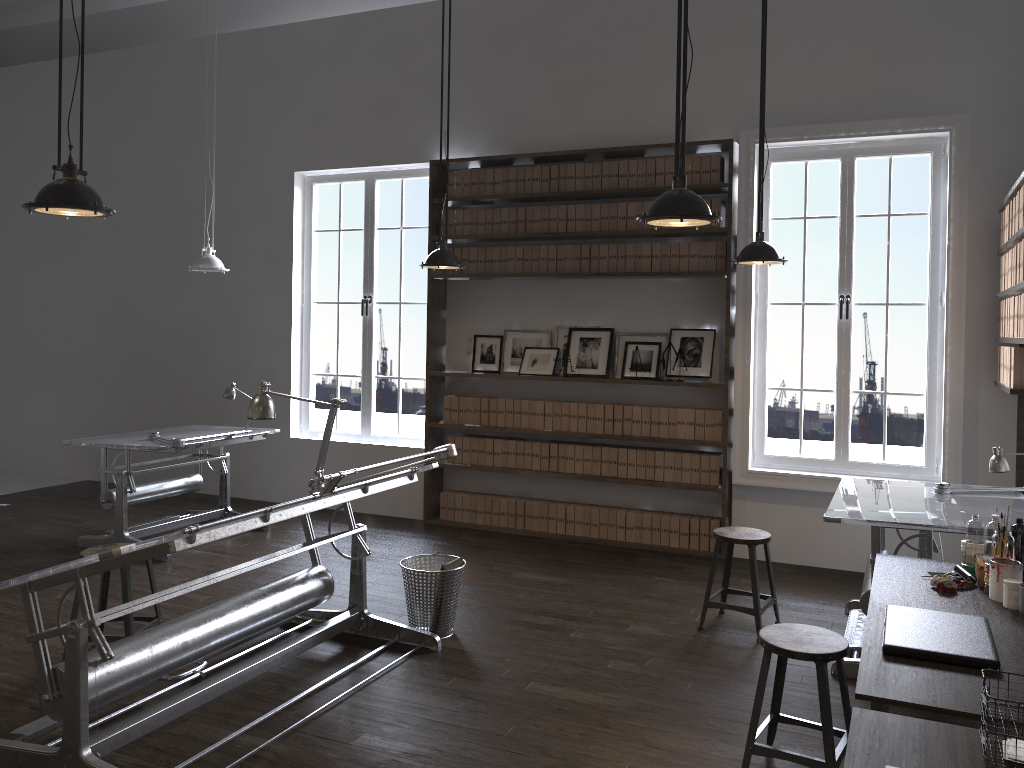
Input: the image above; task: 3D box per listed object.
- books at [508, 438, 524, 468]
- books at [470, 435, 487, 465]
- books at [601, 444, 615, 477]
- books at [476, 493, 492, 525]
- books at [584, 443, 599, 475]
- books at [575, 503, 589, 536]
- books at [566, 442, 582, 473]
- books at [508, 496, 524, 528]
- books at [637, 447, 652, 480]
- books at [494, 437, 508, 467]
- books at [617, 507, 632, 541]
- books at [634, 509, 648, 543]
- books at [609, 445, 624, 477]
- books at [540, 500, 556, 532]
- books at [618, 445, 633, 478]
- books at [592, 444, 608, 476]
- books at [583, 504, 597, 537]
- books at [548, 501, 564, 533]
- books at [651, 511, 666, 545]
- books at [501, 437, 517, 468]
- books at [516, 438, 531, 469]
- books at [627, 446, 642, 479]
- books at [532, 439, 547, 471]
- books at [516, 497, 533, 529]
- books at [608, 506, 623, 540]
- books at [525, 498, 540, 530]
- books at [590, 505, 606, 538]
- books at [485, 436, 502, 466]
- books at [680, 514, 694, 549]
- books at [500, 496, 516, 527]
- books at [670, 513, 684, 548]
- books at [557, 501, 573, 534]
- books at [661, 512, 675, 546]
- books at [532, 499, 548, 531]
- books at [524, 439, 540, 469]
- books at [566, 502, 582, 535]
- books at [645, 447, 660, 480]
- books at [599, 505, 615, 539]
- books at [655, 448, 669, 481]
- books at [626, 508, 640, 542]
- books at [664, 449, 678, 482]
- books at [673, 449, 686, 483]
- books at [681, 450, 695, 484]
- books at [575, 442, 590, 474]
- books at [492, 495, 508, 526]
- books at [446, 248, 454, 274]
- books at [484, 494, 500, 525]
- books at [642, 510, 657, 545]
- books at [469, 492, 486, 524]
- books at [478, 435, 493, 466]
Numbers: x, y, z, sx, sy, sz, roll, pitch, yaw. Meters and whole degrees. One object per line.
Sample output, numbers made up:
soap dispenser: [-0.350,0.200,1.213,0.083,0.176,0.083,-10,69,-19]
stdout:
books: [0.035,0.557,7.162,0.067,0.225,0.174,1,2,24]
books: [-0.274,0.542,7.309,0.067,0.225,0.174,1,2,24]
books: [0.750,0.589,6.846,0.067,0.225,0.174,1,2,24]
books: [-0.224,1.027,7.279,0.067,0.225,0.174,1,2,24]
books: [0.619,0.583,6.908,0.067,0.225,0.174,1,2,24]
books: [0.552,1.062,6.934,0.067,0.225,0.174,1,2,24]
books: [0.487,0.577,6.959,0.067,0.225,0.174,1,2,24]
books: [0.034,1.038,7.170,0.067,0.225,0.174,1,2,24]
books: [1.004,0.600,6.735,0.067,0.225,0.174,1,2,24]
books: [-0.082,0.551,7.218,0.067,0.225,0.174,1,2,24]
books: [0.861,1.076,6.793,0.067,0.225,0.174,1,2,24]
books: [0.986,1.082,6.741,0.067,0.225,0.174,1,2,24]
books: [0.806,0.592,6.816,0.067,0.225,0.174,1,2,24]
books: [0.285,1.050,7.050,0.067,0.225,0.174,1,2,24]
books: [0.872,0.595,6.786,0.067,0.225,0.174,1,2,24]
books: [0.682,0.586,6.877,0.067,0.225,0.174,1,2,24]
books: [0.610,1.065,6.910,0.067,0.225,0.174,1,2,24]
books: [0.351,1.053,7.021,0.067,0.225,0.174,1,2,24]
books: [1.109,1.087,6.687,0.067,0.225,0.174,1,2,24]
books: [-0.024,0.554,7.194,0.067,0.225,0.174,1,2,24]
books: [0.099,0.559,7.140,0.067,0.225,0.174,1,2,24]
books: [0.939,0.598,6.760,0.067,0.225,0.174,1,2,24]
books: [0.227,0.566,7.078,0.067,0.225,0.174,1,2,24]
books: [0.100,1.042,7.135,0.067,0.225,0.174,1,2,24]
books: [0.798,1.073,6.826,0.067,0.225,0.174,1,2,24]
books: [0.170,1.045,7.109,0.067,0.225,0.174,1,2,24]
books: [0.669,1.068,6.878,0.067,0.225,0.174,1,2,24]
books: [-0.149,0.548,7.246,0.067,0.225,0.174,1,2,24]
books: [1.303,1.096,6.601,0.067,0.225,0.174,1,2,24]
books: [-0.033,1.036,7.195,0.067,0.225,0.174,1,2,24]
books: [1.236,1.093,6.625,0.067,0.225,0.174,1,2,24]
books: [0.418,1.056,6.994,0.067,0.225,0.174,1,2,24]
books: [1.173,1.090,6.658,0.067,0.225,0.174,1,2,24]
books: [0.229,1.047,7.080,0.067,0.225,0.174,1,2,24]
books: [0.164,0.562,7.111,0.067,0.225,0.174,1,2,24]
books: [0.485,1.059,6.962,0.067,0.225,0.174,1,2,24]
books: [1.067,0.603,6.704,0.067,0.225,0.174,1,2,24]
books: [0.736,1.070,6.856,0.067,0.225,0.174,1,2,24]
books: [1.130,0.606,6.672,0.067,0.225,0.174,1,2,24]
books: [0.928,1.079,6.765,0.067,0.225,0.174,1,2,24]
books: [1.197,0.610,6.644,0.067,0.225,0.174,1,2,24]
books: [1.255,0.612,6.620,0.067,0.225,0.174,1,2,24]
books: [1.314,0.615,6.588,0.067,0.225,0.174,1,2,24]
books: [0.554,0.580,6.933,0.067,0.225,0.174,1,2,24]
books: [-0.096,1.033,7.228,0.067,0.225,0.174,1,2,24]
books: [-0.482,-1.017,7.400,0.067,0.225,0.174,1,2,24]
books: [-0.160,1.030,7.257,0.067,0.225,0.174,1,2,24]
books: [1.045,1.085,6.709,0.067,0.225,0.174,1,2,24]
books: [-0.283,1.024,7.311,0.067,0.225,0.174,1,2,24]
books: [-0.211,0.545,7.279,0.067,0.225,0.174,1,2,24]
